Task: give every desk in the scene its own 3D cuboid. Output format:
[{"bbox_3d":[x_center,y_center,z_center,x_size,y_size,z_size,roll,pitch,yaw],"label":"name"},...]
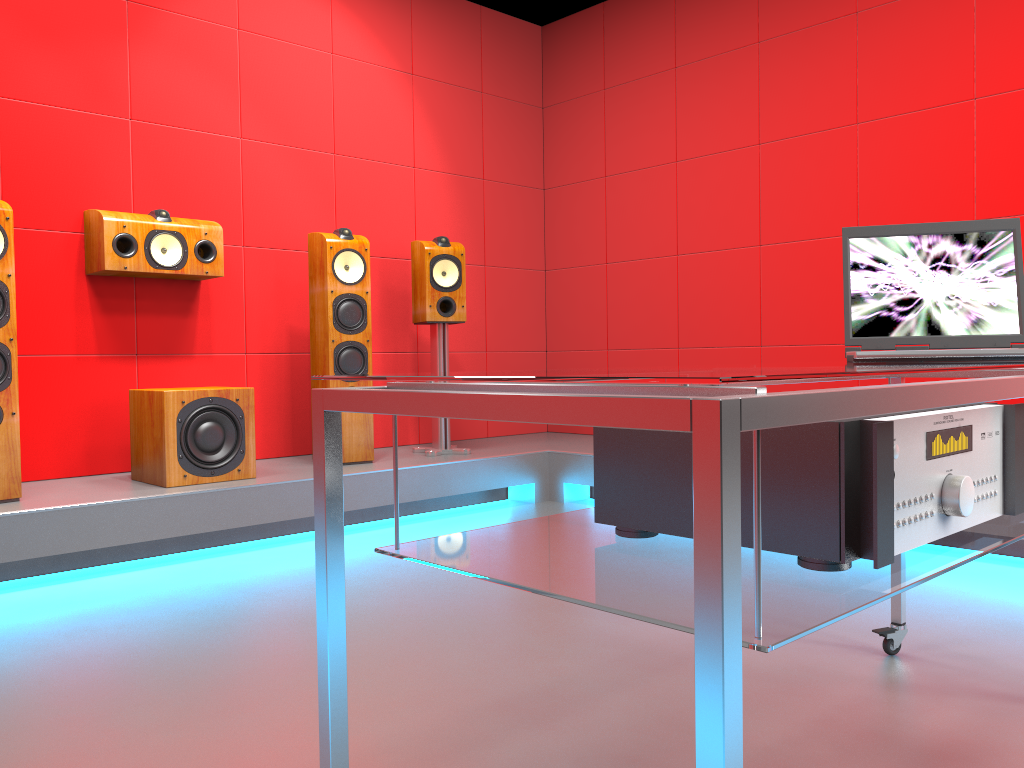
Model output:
[{"bbox_3d":[0.508,0.315,1.341,1.617,0.690,0.594,-2,2,-43],"label":"desk"}]

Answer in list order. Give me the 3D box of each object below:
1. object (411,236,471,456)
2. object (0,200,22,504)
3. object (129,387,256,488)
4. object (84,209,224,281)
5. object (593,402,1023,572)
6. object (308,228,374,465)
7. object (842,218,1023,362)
[{"bbox_3d":[-0.357,-0.189,4.366,0.231,1.058,0.265,-2,2,-23],"label":"object"},{"bbox_3d":[-1.824,-0.125,2.987,0.238,1.052,0.203,0,2,37],"label":"object"},{"bbox_3d":[-1.264,0.198,3.514,0.360,0.360,0.360,-2,2,-43],"label":"object"},{"bbox_3d":[-1.498,-0.591,3.729,0.493,0.271,0.235,-2,2,-43],"label":"object"},{"bbox_3d":[0.387,0.109,1.136,0.431,0.158,0.371,-2,2,-43],"label":"object"},{"bbox_3d":[-0.772,-0.170,4.006,0.203,1.052,0.238,-2,2,-33],"label":"object"},{"bbox_3d":[0.820,-0.187,1.686,0.342,0.285,0.340,0,2,17],"label":"object"}]
